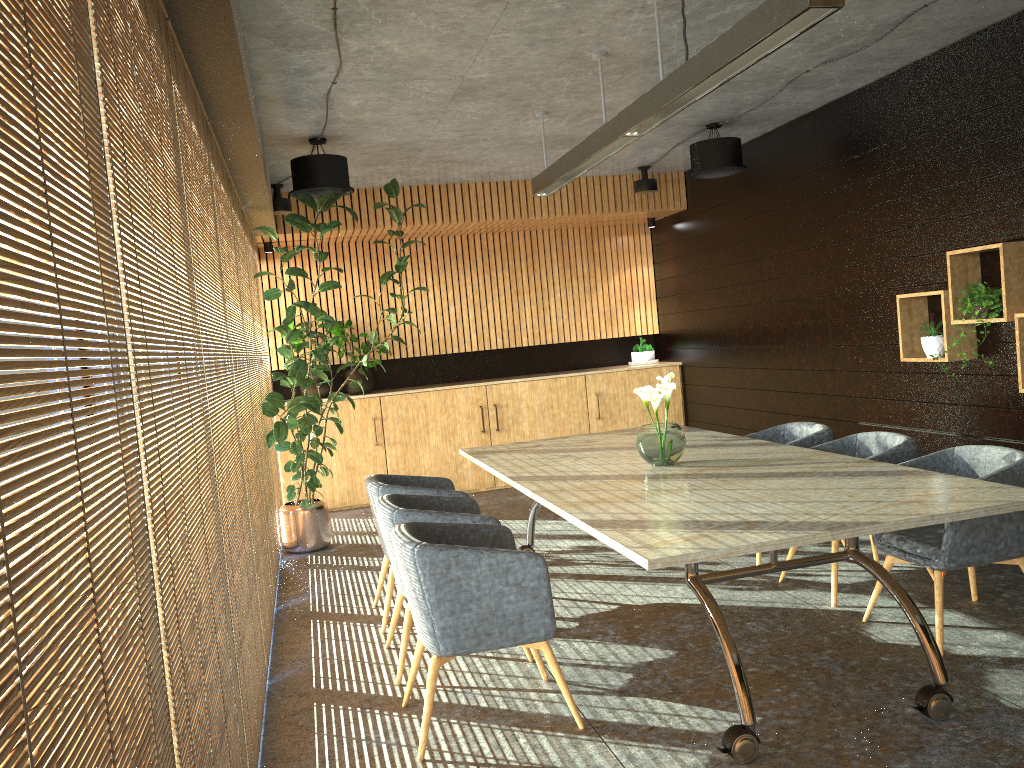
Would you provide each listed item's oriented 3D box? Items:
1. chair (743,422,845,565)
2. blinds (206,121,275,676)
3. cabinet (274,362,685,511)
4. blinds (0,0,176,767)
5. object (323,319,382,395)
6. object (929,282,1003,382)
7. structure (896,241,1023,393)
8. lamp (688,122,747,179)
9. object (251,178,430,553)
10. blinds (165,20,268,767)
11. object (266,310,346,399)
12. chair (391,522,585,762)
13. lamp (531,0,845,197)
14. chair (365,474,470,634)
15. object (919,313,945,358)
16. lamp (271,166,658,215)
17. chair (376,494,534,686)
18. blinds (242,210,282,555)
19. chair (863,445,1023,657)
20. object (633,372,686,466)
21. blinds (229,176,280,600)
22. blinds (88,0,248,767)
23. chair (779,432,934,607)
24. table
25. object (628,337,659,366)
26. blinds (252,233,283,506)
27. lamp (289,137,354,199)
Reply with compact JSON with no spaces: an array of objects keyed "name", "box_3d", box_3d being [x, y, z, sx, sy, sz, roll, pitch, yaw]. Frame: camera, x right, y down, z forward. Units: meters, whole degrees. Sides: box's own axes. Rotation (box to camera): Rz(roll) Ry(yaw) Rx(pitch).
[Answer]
[{"name":"chair","box_3d":[1.952,0.783,6.508,0.761,0.944,0.706,-6,3,-13]},{"name":"blinds","box_3d":[-1.657,0.082,5.492,0.039,3.038,1.422,-6,3,-13]},{"name":"cabinet","box_3d":[-0.349,0.603,10.785,4.954,1.272,1.006,-6,3,-13]},{"name":"blinds","box_3d":[-0.643,0.217,1.229,0.039,3.038,1.422,-6,3,-13]},{"name":"object","box_3d":[-1.840,-0.314,10.297,0.679,0.880,0.512,-6,3,-10]},{"name":"object","box_3d":[3.004,-0.344,5.787,0.401,0.633,0.445,-7,4,-32]},{"name":"structure","box_3d":[3.205,-0.520,5.500,0.242,1.130,2.172,-6,3,-13]},{"name":"lamp","box_3d":[1.819,-2.104,7.927,0.513,0.497,0.513,-4,3,16]},{"name":"object","box_3d":[-1.796,-0.116,7.947,1.958,3.266,1.875,-4,3,25]},{"name":"blinds","box_3d":[-0.339,0.185,1.659,1.388,3.075,6.486,-7,4,-32]},{"name":"object","box_3d":[-2.349,-0.349,10.190,0.666,1.054,0.640,-4,3,28]},{"name":"chair","box_3d":[-0.151,1.104,4.168,0.761,0.944,0.706,-6,3,-13]},{"name":"lamp","box_3d":[0.674,-1.765,5.211,0.151,0.618,4.009,-6,3,-13]},{"name":"chair","box_3d":[-0.567,1.048,5.917,0.761,0.944,0.706,-6,3,-13]},{"name":"object","box_3d":[2.996,-0.349,6.298,0.241,0.318,0.226,-8,4,-38]},{"name":"lamp","box_3d":[-0.439,-2.056,9.301,4.179,0.294,0.257,-6,3,-13]},{"name":"chair","box_3d":[-0.359,1.076,5.043,0.761,0.944,0.706,-6,3,-13]},{"name":"blinds","box_3d":[-2.341,-0.010,8.372,0.039,3.038,1.422,-6,3,-13]},{"name":"chair","box_3d":[2.368,0.839,4.758,0.761,0.944,0.706,-6,3,-13]},{"name":"object","box_3d":[0.880,0.213,5.332,0.295,0.546,0.322,-5,3,-3]},{"name":"blinds","box_3d":[-1.996,0.036,6.920,0.039,3.038,1.422,-6,3,-13]},{"name":"blinds","box_3d":[-0.982,0.172,2.657,0.039,3.038,1.422,-6,3,-13]},{"name":"chair","box_3d":[2.160,0.811,5.633,0.761,0.944,0.706,-6,3,-13]},{"name":"table","box_3d":[0.957,0.945,5.351,1.816,0.927,3.932,-6,3,-13]},{"name":"object","box_3d":[1.665,-0.425,11.305,0.384,0.347,0.384,-5,3,9]},{"name":"blinds","box_3d":[-2.681,-0.055,9.800,0.039,3.038,1.422,-6,3,-13]},{"name":"lamp","box_3d":[-1.549,-1.750,7.138,0.513,0.497,0.513,-8,4,-42]}]
